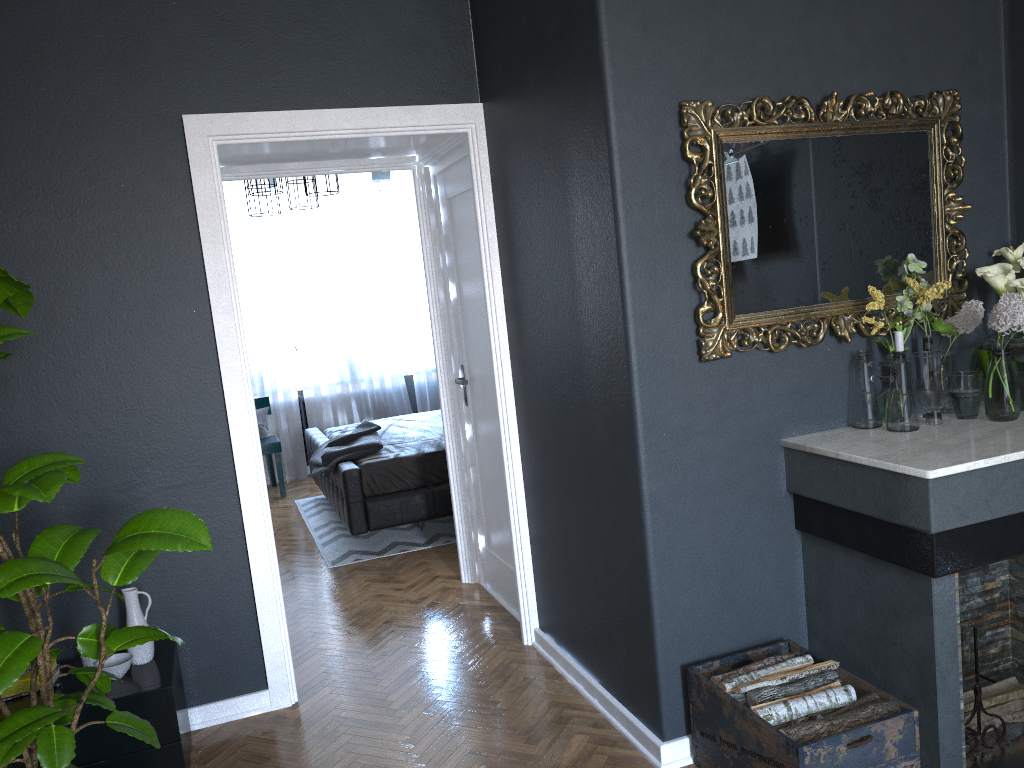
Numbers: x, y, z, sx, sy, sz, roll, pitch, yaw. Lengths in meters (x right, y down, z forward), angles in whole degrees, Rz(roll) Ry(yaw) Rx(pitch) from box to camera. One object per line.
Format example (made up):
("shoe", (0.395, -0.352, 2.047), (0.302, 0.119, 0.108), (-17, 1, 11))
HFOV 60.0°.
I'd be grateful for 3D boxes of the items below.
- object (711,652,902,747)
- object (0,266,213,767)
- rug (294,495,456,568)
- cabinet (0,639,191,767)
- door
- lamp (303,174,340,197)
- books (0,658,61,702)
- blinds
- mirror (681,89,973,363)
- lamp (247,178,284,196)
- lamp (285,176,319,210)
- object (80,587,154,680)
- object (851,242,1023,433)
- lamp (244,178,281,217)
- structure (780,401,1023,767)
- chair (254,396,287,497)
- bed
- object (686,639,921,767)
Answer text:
("object", (0.821, 0.955, 2.562), (0.369, 0.247, 0.532), (-8, 7, -18))
("object", (-1.359, 0.520, 2.210), (1.117, 1.903, 0.763), (-9, 8, -25))
("rug", (-0.744, 0.918, 6.441), (1.457, 0.013, 2.042), (-8, 7, -19))
("cabinet", (-1.459, 1.197, 3.005), (0.650, 0.391, 0.455), (-8, 7, -19))
("door", (-0.120, 0.000, 4.199), (0.162, 2.191, 0.855), (-9, 8, -19))
("lamp", (-1.238, -1.579, 5.560), (0.210, 0.771, 0.209), (-7, 7, -5))
("books", (-1.627, 0.990, 2.961), (0.214, 0.066, 0.162), (-9, 7, -23))
("blinds", (-1.904, -0.548, 7.917), (3.989, 2.794, 0.312), (-8, 8, -19))
("mirror", (1.025, -0.518, 2.801), (1.056, 0.786, 0.067), (-8, 8, -19))
("lamp", (-1.635, -1.589, 5.727), (0.210, 0.715, 0.209), (-7, 7, -5))
("lamp", (-1.570, -1.662, 6.484), (0.210, 0.748, 0.209), (-7, 7, -5))
("object", (-1.383, 0.852, 3.034), (0.228, 0.268, 0.228), (-4, 7, 15))
("object", (1.476, -0.159, 2.773), (0.726, 0.548, 0.473), (-8, 7, -16))
("lamp", (-1.755, -1.569, 6.100), (0.210, 0.806, 0.209), (-7, 7, -5))
("structure", (1.504, 0.623, 2.686), (1.064, 0.983, 0.833), (-9, 7, -19))
("chair", (-2.183, 0.546, 7.484), (0.435, 0.800, 0.591), (-9, 8, -19))
("bed", (-0.335, 0.272, 6.560), (2.373, 1.164, 2.263), (-8, 7, -19))
("object", (0.825, 1.031, 2.570), (0.383, 0.327, 0.552), (-9, 7, -19))
